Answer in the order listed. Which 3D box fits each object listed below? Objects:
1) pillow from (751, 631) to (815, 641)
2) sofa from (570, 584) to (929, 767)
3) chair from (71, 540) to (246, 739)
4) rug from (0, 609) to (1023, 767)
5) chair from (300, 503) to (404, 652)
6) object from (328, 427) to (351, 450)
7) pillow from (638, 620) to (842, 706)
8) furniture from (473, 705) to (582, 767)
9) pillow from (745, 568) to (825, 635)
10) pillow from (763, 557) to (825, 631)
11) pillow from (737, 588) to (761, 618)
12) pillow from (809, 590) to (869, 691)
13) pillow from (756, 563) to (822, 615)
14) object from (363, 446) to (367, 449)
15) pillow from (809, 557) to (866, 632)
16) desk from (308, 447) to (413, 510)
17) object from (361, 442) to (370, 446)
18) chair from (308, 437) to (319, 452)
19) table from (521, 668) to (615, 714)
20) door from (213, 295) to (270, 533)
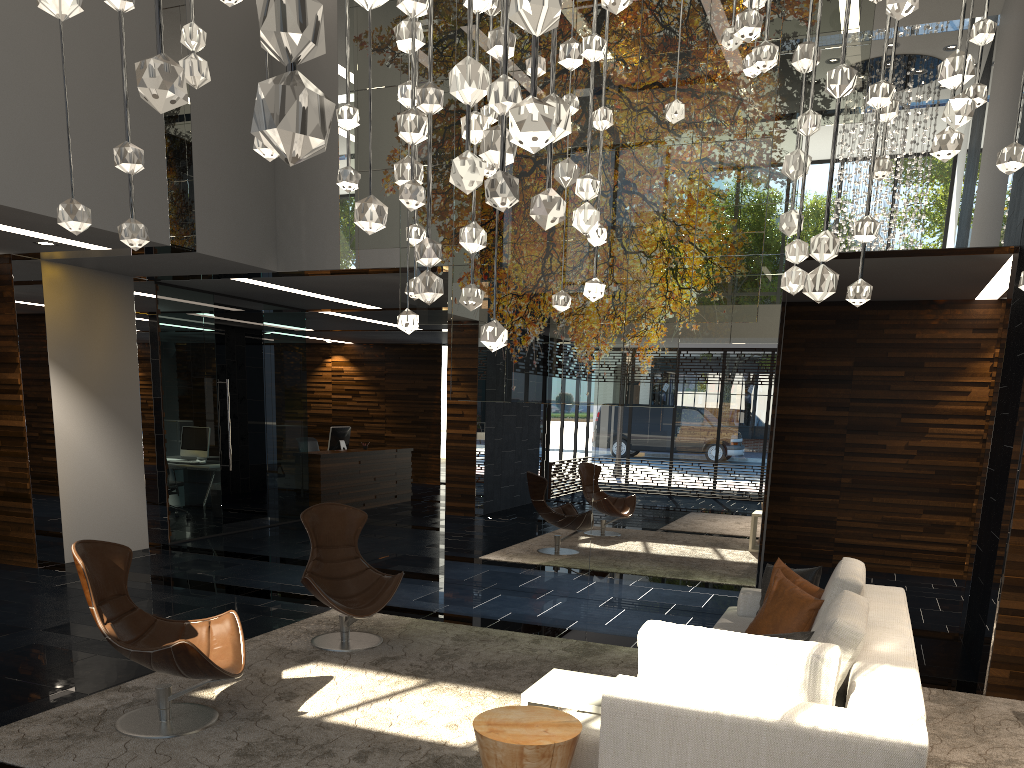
[{"bbox_3d":[0.988,1.195,3.677,0.505,0.377,0.290,1,7,-18],"label":"pillow"},{"bbox_3d":[1.203,1.457,4.178,1.283,0.701,2.799,2,0,23],"label":"sofa"},{"bbox_3d":[-1.736,1.247,4.254,0.789,0.960,0.653,1,7,-10],"label":"chair"},{"bbox_3d":[0.708,1.801,4.378,5.867,0.006,3.156,1,-2,22],"label":"rug"},{"bbox_3d":[-1.163,1.304,5.816,0.669,0.959,0.771,-4,9,-40],"label":"chair"},{"bbox_3d":[-2.686,0.918,13.528,0.187,0.507,0.474,7,7,28],"label":"object"},{"bbox_3d":[0.803,1.117,3.130,0.707,0.474,0.212,3,9,23],"label":"pillow"},{"bbox_3d":[0.048,1.483,3.146,0.390,0.538,0.382,-3,8,-32],"label":"furniture"},{"bbox_3d":[1.421,1.215,4.557,0.268,0.424,0.506,1,4,-7],"label":"pillow"},{"bbox_3d":[1.518,1.199,4.751,0.243,0.442,0.534,0,4,-12],"label":"pillow"},{"bbox_3d":[1.689,1.343,5.228,0.621,0.156,0.234,2,2,17],"label":"pillow"},{"bbox_3d":[1.371,1.155,3.741,0.288,0.448,0.705,5,4,24],"label":"pillow"},{"bbox_3d":[1.579,1.208,4.957,0.255,0.426,0.540,-1,4,-20],"label":"pillow"},{"bbox_3d":[-2.334,1.010,13.705,0.076,0.061,0.075,-2,5,-43],"label":"object"},{"bbox_3d":[1.717,1.179,4.553,0.246,0.464,0.705,5,4,23],"label":"pillow"},{"bbox_3d":[-2.591,1.479,13.553,0.873,0.914,2.625,4,1,23],"label":"desk"},{"bbox_3d":[-2.348,0.974,13.713,0.151,0.106,0.074,0,7,-38],"label":"object"},{"bbox_3d":[-3.043,1.392,13.751,0.674,1.093,0.666,6,9,28],"label":"chair"},{"bbox_3d":[0.292,1.532,3.734,0.397,0.481,0.390,4,7,22],"label":"table"},{"bbox_3d":[-3.253,0.404,10.533,0.100,2.938,0.847,7,12,23],"label":"door"}]
